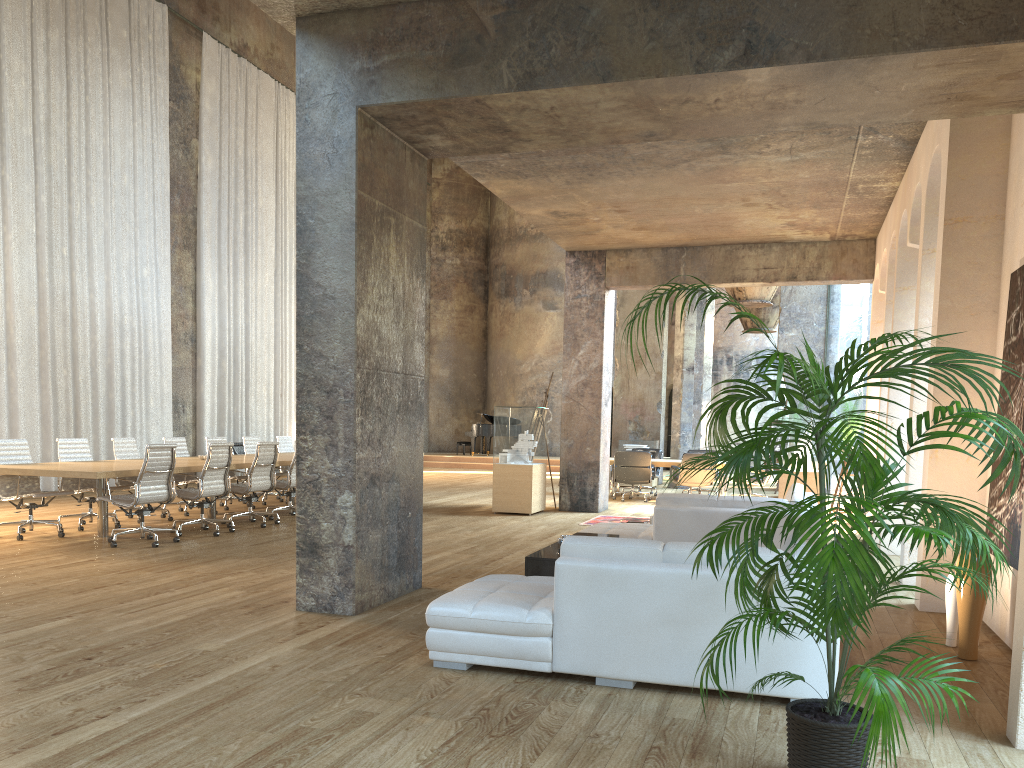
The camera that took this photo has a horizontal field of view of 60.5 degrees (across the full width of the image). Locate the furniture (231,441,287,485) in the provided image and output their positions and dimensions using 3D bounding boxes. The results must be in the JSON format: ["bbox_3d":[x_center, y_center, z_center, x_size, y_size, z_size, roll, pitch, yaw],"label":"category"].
[{"bbox_3d":[-4.896,1.594,17.864,0.707,0.847,1.864,2,-1,18],"label":"furniture"}]

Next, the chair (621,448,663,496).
[{"bbox_3d":[2.478,1.680,16.843,0.728,0.900,0.818,2,2,24],"label":"chair"}]

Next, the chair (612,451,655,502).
[{"bbox_3d":[2.124,1.605,15.405,0.729,0.900,0.817,2,2,12],"label":"chair"}]

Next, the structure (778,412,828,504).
[{"bbox_3d":[4.141,1.187,12.555,0.593,1.561,0.738,3,4,18],"label":"structure"}]

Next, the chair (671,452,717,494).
[{"bbox_3d":[3.096,1.613,15.129,0.730,0.900,0.816,1,2,-9],"label":"chair"}]

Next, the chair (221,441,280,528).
[{"bbox_3d":[-3.204,1.204,10.650,0.697,1.034,0.662,2,3,23],"label":"chair"}]

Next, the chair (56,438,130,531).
[{"bbox_3d":[-4.829,1.145,10.130,0.697,1.034,0.662,2,3,26],"label":"chair"}]

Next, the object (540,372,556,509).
[{"bbox_3d":[0.381,0.887,13.696,0.683,2.165,0.696,3,4,17],"label":"object"}]

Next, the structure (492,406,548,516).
[{"bbox_3d":[0.124,1.116,12.866,0.593,1.561,0.738,3,4,18],"label":"structure"}]

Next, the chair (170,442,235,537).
[{"bbox_3d":[-3.482,1.157,9.778,0.697,1.034,0.662,2,3,21],"label":"chair"}]

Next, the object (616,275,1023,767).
[{"bbox_3d":[1.096,0.545,3.182,1.398,1.828,1.349,2,2,24],"label":"object"}]

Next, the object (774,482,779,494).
[{"bbox_3d":[5.764,1.753,17.766,0.657,0.981,0.567,-1,4,-36],"label":"object"}]

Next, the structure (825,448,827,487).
[{"bbox_3d":[5.591,1.681,16.763,0.734,1.023,0.739,2,2,18],"label":"structure"}]

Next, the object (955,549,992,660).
[{"bbox_3d":[2.629,1.263,5.031,0.174,0.636,0.236,2,4,6],"label":"object"}]

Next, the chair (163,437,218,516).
[{"bbox_3d":[-4.295,1.235,11.833,0.697,1.034,0.662,2,3,23],"label":"chair"}]

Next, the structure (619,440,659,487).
[{"bbox_3d":[2.736,1.725,19.038,0.742,1.023,0.731,2,3,18],"label":"structure"}]

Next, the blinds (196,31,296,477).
[{"bbox_3d":[-4.868,-2.250,20.819,0.274,8.717,7.789,3,2,19],"label":"blinds"}]

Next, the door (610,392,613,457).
[{"bbox_3d":[2.768,1.140,27.437,0.902,2.317,0.090,-1,5,-24],"label":"door"}]

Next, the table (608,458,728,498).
[{"bbox_3d":[2.819,1.740,15.946,2.407,0.706,1.100,1,-1,18],"label":"table"}]

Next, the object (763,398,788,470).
[{"bbox_3d":[6.531,1.373,21.312,0.682,2.165,0.697,-3,6,-43],"label":"object"}]

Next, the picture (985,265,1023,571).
[{"bbox_3d":[2.900,0.153,4.933,0.069,1.785,1.495,3,2,18],"label":"picture"}]

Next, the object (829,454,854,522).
[{"bbox_3d":[4.826,1.505,12.857,0.658,0.981,0.566,0,3,-18],"label":"object"}]

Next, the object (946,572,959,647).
[{"bbox_3d":[2.678,1.368,5.331,0.100,0.456,0.101,5,6,42],"label":"object"}]

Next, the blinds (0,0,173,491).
[{"bbox_3d":[-7.498,-2.688,12.608,0.274,8.717,7.789,3,2,19],"label":"blinds"}]

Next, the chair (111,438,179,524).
[{"bbox_3d":[-4.568,1.188,10.943,0.698,1.034,0.661,2,3,17],"label":"chair"}]

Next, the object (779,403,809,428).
[{"bbox_3d":[5.660,0.801,17.804,0.857,0.948,0.684,2,2,20],"label":"object"}]

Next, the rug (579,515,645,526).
[{"bbox_3d":[2.235,1.876,11.730,2.459,0.009,1.341,0,-3,18],"label":"rug"}]

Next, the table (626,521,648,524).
[{"bbox_3d":[1.566,1.669,9.590,0.789,0.204,1.106,1,-3,18],"label":"table"}]

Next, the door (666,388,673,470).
[{"bbox_3d":[5.013,1.322,26.730,0.111,2.654,0.895,-2,5,-30],"label":"door"}]

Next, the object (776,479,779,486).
[{"bbox_3d":[6.453,1.880,20.177,0.658,0.981,0.567,2,3,12],"label":"object"}]

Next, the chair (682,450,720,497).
[{"bbox_3d":[3.541,1.687,16.505,0.728,0.900,0.817,2,2,19],"label":"chair"}]

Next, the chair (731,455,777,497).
[{"bbox_3d":[4.239,1.654,15.486,0.820,0.900,0.726,2,2,12],"label":"chair"}]

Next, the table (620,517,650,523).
[{"bbox_3d":[1.678,1.666,9.939,0.858,0.248,0.368,1,0,18],"label":"table"}]

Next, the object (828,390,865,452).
[{"bbox_3d":[4.907,0.550,12.761,0.687,0.947,0.854,2,2,8],"label":"object"}]

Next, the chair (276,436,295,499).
[{"bbox_3d":[-3.477,1.372,14.396,0.697,1.034,0.662,2,3,21],"label":"chair"}]

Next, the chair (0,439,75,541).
[{"bbox_3d":[-5.064,1.101,9.300,0.697,1.034,0.662,2,3,23],"label":"chair"}]

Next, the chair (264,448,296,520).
[{"bbox_3d":[-2.934,1.249,11.505,0.697,1.034,0.662,2,3,26],"label":"chair"}]

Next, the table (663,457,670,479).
[{"bbox_3d":[4.540,2.131,21.913,1.868,0.551,0.937,1,-1,18],"label":"table"}]

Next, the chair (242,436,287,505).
[{"bbox_3d":[-3.754,1.326,13.523,0.697,1.034,0.662,2,3,23],"label":"chair"}]

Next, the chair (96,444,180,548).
[{"bbox_3d":[-3.772,1.109,8.878,0.697,1.034,0.662,2,3,23],"label":"chair"}]

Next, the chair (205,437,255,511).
[{"bbox_3d":[-4.025,1.280,12.669,0.697,1.034,0.662,2,3,26],"label":"chair"}]

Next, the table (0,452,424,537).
[{"bbox_3d":[-3.496,1.399,12.175,1.599,0.764,7.684,1,-3,18],"label":"table"}]

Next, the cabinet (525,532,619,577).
[{"bbox_3d":[0.488,1.433,6.844,0.395,0.372,1.555,2,-2,18],"label":"cabinet"}]

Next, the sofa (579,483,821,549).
[{"bbox_3d":[1.952,1.376,8.782,2.061,0.727,2.917,1,-2,18],"label":"sofa"}]

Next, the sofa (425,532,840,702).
[{"bbox_3d":[0.674,1.164,4.790,2.065,0.727,1.067,1,0,17],"label":"sofa"}]
